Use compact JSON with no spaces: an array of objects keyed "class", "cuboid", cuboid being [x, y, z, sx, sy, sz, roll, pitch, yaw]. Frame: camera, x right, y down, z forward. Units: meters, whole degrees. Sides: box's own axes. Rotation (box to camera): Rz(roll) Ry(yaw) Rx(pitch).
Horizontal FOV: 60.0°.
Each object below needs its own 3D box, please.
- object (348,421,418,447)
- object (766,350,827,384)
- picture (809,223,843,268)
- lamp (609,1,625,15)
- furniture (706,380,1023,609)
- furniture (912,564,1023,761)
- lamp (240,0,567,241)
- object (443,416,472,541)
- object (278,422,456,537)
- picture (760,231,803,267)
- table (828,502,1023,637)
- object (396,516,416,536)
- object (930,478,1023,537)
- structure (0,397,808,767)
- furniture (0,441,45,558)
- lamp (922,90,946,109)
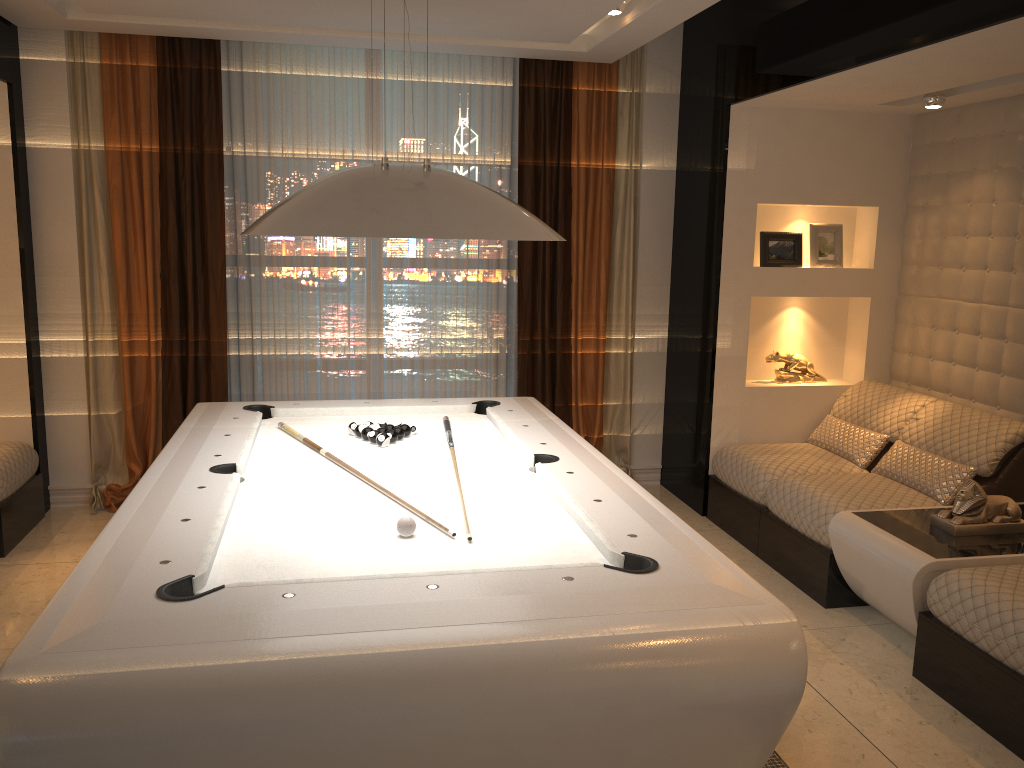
[{"class":"object","cuboid":[-0.506,0.197,3.696,0.265,0.057,0.299,-6,12,-36]},{"class":"object","cuboid":[1.706,-0.099,5.310,0.409,0.202,0.124,0,10,-8]},{"class":"picture","cuboid":[1.824,-0.800,5.159,0.211,0.262,0.094,-1,10,-12]},{"class":"lamp","cuboid":[0.488,-1.830,4.231,0.107,0.127,0.107,-5,11,-30]},{"class":"furniture","cuboid":[1.811,0.485,4.616,1.107,0.810,1.312,-1,10,-12]},{"class":"furniture","cuboid":[2.192,0.810,2.776,1.107,0.810,1.312,-1,10,-12]},{"class":"lamp","cuboid":[-0.390,-0.992,2.923,0.939,0.995,1.578,-1,10,-11]},{"class":"object","cuboid":[-0.209,0.294,3.253,0.028,0.026,1.605,0,10,-7]},{"class":"object","cuboid":[-0.583,0.300,3.171,0.028,0.026,1.605,-5,11,-31]},{"class":"picture","cuboid":[1.546,-0.771,5.109,0.264,0.209,0.090,-1,10,-12]},{"class":"table","cuboid":[1.993,0.824,3.726,1.143,0.457,0.608,-1,10,-12]},{"class":"object","cuboid":[-0.300,0.404,2.518,0.057,0.057,0.057,-8,13,-41]},{"class":"object","cuboid":[1.940,0.493,3.663,0.344,0.217,0.155,-1,10,-12]},{"class":"structure","cuboid":[-0.442,0.677,3.203,1.659,0.812,2.912,-1,10,-12]},{"class":"furniture","cuboid":[-3.082,0.406,4.486,1.107,0.810,0.660,-1,10,-12]},{"class":"lamp","cuboid":[2.075,-1.418,4.356,0.107,0.127,0.107,-5,11,-30]}]
